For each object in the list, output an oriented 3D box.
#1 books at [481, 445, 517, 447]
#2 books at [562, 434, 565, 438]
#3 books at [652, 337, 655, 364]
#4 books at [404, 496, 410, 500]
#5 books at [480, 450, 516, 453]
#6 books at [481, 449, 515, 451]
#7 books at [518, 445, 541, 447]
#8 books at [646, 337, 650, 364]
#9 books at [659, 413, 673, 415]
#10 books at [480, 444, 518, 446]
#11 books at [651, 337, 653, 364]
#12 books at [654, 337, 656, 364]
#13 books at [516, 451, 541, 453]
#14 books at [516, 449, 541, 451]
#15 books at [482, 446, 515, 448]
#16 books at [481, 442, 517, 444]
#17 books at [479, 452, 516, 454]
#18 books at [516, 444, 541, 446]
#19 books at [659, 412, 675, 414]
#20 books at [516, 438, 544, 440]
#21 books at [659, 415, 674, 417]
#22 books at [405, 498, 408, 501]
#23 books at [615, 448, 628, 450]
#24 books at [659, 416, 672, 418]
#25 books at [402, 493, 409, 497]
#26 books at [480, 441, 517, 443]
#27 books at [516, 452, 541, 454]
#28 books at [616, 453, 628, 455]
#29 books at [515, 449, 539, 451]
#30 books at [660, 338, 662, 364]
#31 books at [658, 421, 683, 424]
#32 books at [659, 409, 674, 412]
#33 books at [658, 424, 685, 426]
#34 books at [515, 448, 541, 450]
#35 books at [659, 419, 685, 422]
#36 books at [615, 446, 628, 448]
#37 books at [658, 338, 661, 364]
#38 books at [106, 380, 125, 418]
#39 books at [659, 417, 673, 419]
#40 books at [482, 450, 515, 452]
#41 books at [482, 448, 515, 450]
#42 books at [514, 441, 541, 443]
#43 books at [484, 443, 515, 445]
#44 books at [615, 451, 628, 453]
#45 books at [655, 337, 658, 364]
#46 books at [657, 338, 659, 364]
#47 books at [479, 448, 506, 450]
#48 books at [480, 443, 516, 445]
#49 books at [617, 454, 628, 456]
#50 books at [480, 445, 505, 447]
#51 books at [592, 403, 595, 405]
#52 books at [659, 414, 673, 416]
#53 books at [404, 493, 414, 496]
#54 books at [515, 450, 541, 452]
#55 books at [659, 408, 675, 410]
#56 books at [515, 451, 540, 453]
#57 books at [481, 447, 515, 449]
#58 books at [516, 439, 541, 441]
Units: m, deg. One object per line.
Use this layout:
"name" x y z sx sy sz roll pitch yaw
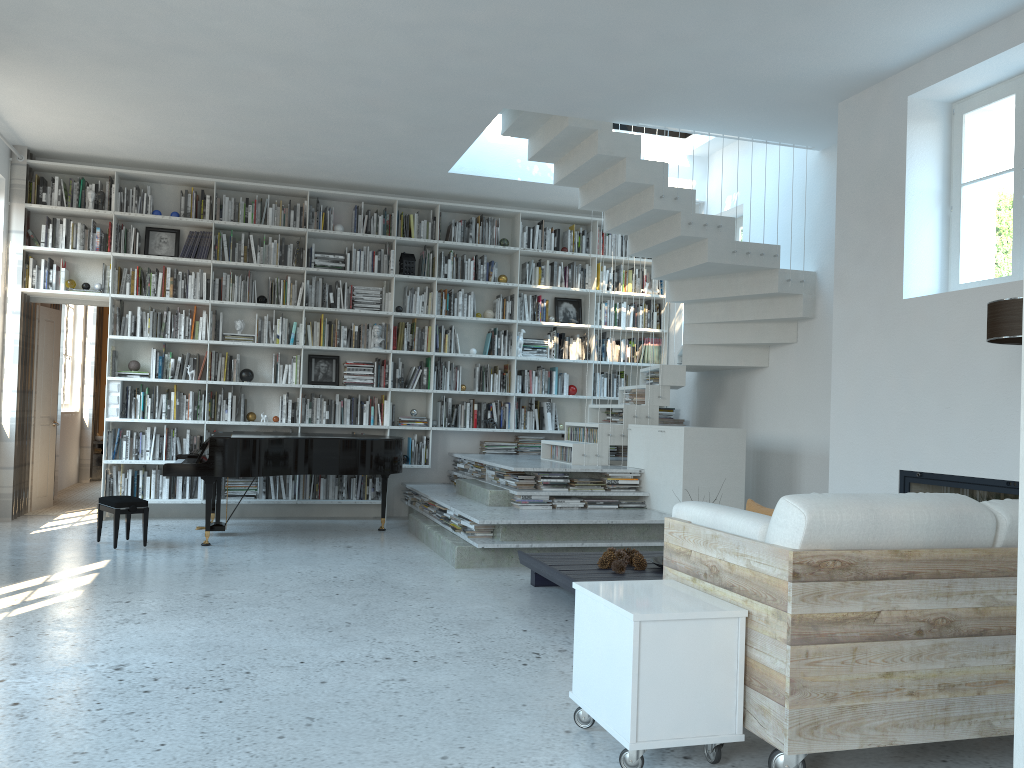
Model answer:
"books" -0.141 0.631 9.088 0.346 0.007 0.193 2 -2 -15
"books" 0.658 0.549 9.289 0.204 0.035 0.267 2 -2 -16
"books" 1.492 -0.353 9.573 0.018 0.293 0.169 2 -1 -17
"books" -0.957 1.116 8.708 0.179 0.012 0.261 2 -2 -14
"books" -0.145 0.691 9.077 0.345 0.007 0.193 2 -2 -12
"books" -0.147 0.676 9.086 0.308 0.008 0.195 2 -2 -15
"books" 0.177 0.638 9.185 0.254 0.007 0.161 2 -2 -16
"books" 1.442 -0.355 9.548 0.018 0.293 0.169 2 -1 -17
"books" 1.536 0.308 9.140 0.206 0.014 0.150 2 -2 -17
"books" -0.139 0.624 9.080 0.346 0.007 0.193 3 -2 -22
"books" 1.473 -0.353 9.572 0.018 0.293 0.169 2 -1 -17
"books" 1.508 -0.352 9.582 0.018 0.293 0.169 2 -1 -17
"books" 0.173 0.700 9.184 0.254 0.007 0.161 2 -2 -16
"books" 0.178 0.680 9.178 0.254 0.007 0.161 3 -2 -21
"books" -0.140 0.646 9.080 0.308 0.008 0.195 2 -2 -12
"books" -0.140 0.602 9.089 0.346 0.007 0.193 3 -2 -19
"books" -0.146 0.706 9.080 0.345 0.007 0.193 2 -2 -13
"books" 0.177 0.632 9.186 0.285 0.007 0.159 2 -2 -16
"books" 1.537 0.294 9.136 0.235 0.014 0.155 2 -2 -16
"books" 0.182 0.570 9.179 0.254 0.006 0.161 3 -2 -22
"books" 1.534 0.329 9.142 0.227 0.009 0.144 2 -2 -17
"books" -0.947 1.139 8.710 0.171 0.016 0.241 2 -2 -17
"books" 1.290 0.699 9.514 0.368 0.007 0.206 2 -2 -13
"books" 1.533 0.339 9.146 0.182 0.011 0.131 3 -2 -19
"books" -0.957 1.091 8.708 0.177 0.012 0.278 3 -2 -21
"books" -0.140 0.594 9.089 0.346 0.007 0.193 2 -2 -15
"books" 0.175 0.714 9.177 0.254 0.007 0.161 2 -2 -13
"books" 1.287 0.753 9.516 0.328 0.008 0.207 2 -2 -14
"books" 0.178 0.686 9.176 0.285 0.007 0.159 2 -2 -12
"books" 1.577 -0.349 9.603 0.018 0.293 0.169 2 -1 -17
"books" 1.587 0.390 8.940 0.234 0.025 0.157 3 -2 -21
"books" 1.535 0.274 9.148 0.232 0.025 0.123 3 -2 -20
"books" 1.584 0.409 8.951 0.278 0.012 0.177 2 -2 -13
"books" 0.177 0.672 9.183 0.285 0.007 0.159 2 -2 -15
"books" 1.587 0.365 8.945 0.267 0.026 0.161 2 -2 -12
"books" 1.290 0.676 9.521 0.368 0.007 0.206 2 -2 -9
"books" 1.563 -0.350 9.588 0.018 0.293 0.169 2 -1 -17
"books" -3.580 0.139 8.011 0.106 0.340 0.307 2 -2 -17
"books" 1.536 0.348 9.134 0.192 0.008 0.161 2 -2 -17
"books" -0.146 0.684 9.081 0.308 0.008 0.195 2 -2 -13
"books" -0.143 0.661 9.079 0.308 0.008 0.195 3 -2 -22
"books" 0.175 0.602 9.186 0.285 0.005 0.159 2 -2 -16
"books" -0.141 0.609 9.088 0.308 0.008 0.195 2 -2 -15
"books" 1.288 0.729 9.517 0.328 0.008 0.207 2 -2 -14
"books" 1.527 -0.351 9.583 0.018 0.293 0.169 2 -1 -17
"books" 1.543 -0.350 9.593 0.018 0.293 0.169 2 -1 -17
"books" -0.145 0.669 9.086 0.346 0.007 0.193 3 -2 -19
"books" -0.141 0.617 9.088 0.346 0.007 0.193 2 -2 -15
"books" 1.288 0.760 9.510 0.328 0.008 0.207 2 -2 -12
"books" -0.141 0.639 9.085 0.346 0.007 0.193 3 -2 -20
"books" 0.832 0.351 9.305 0.011 0.293 0.144 2 -1 -17
"books" 1.534 0.320 9.145 0.215 0.011 0.121 3 -2 -22
"books" -0.955 1.081 8.709 0.188 0.009 0.211 3 -2 -18
"books" 0.175 0.693 9.177 0.285 0.007 0.159 3 -2 -21
"books" 1.539 0.256 9.135 0.228 0.011 0.159 3 -2 -18
"books" 0.172 0.707 9.186 0.254 0.007 0.161 2 -2 -17
"books" -0.146 0.654 9.092 0.308 0.008 0.195 2 -2 -17
"books" 0.181 0.580 9.180 0.254 0.006 0.161 2 -2 -13
